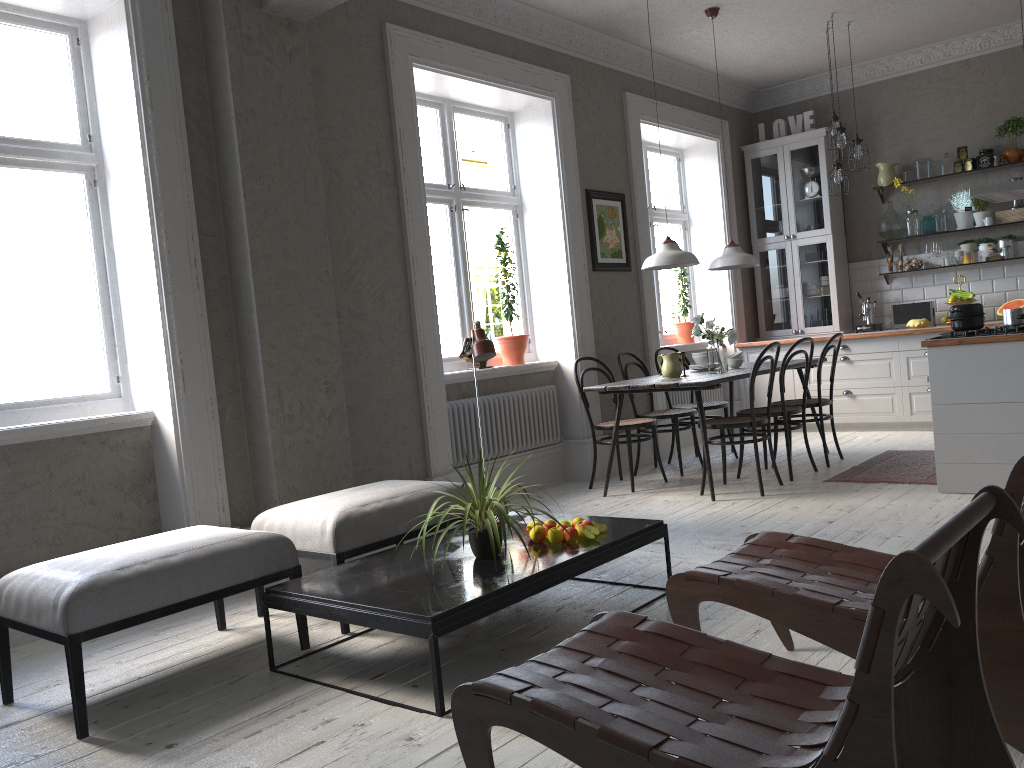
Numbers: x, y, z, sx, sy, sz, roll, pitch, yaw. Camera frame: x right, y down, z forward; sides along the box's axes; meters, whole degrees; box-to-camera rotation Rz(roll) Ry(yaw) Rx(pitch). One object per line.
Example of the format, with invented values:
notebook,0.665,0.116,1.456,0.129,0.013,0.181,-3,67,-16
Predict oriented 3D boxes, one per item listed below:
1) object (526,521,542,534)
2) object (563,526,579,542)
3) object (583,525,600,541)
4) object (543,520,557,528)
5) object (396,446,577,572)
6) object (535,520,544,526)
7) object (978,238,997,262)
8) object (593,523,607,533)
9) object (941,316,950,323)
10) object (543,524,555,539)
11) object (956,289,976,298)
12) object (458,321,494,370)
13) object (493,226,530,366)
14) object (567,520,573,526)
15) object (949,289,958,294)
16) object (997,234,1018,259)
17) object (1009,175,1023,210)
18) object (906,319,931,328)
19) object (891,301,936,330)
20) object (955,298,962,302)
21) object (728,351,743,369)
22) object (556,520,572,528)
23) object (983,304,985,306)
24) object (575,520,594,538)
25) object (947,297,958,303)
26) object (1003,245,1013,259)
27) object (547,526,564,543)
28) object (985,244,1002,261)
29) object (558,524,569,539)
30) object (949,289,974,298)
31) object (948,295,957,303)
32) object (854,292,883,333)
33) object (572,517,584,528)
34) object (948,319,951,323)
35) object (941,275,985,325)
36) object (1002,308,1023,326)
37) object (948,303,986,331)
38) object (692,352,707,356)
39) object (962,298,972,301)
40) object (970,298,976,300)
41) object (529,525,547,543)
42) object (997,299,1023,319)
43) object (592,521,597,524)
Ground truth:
object,0.086,0.568,3.457,0.065,0.066,0.072,-3,4,45
object,0.222,0.565,3.325,0.057,0.058,0.056,-7,3,-25
object,0.294,0.561,3.327,0.061,0.053,0.057,-8,4,-43
object,0.150,0.565,3.490,0.056,0.058,0.059,-4,3,23
object,-0.079,0.425,3.210,0.675,0.420,0.717,-7,3,-32
object,0.095,0.570,3.534,0.068,0.055,0.060,-5,3,7
object,4.122,-1.167,7.689,0.149,0.214,0.171,-7,3,-20
object,0.336,0.559,3.446,0.067,0.037,0.047,-7,3,-24
object,3.816,-0.561,7.730,0.154,0.072,0.075,-6,3,-21
object,0.142,0.569,3.424,0.057,0.056,0.061,-4,3,27
object,3.927,-0.776,7.641,0.090,0.096,0.177,-7,3,-29
object,-0.254,-0.262,6.008,0.117,0.329,0.242,-3,4,42
object,-0.032,-0.629,6.298,0.272,0.991,0.268,-6,3,-11
object,0.218,0.566,3.527,0.067,0.039,0.063,-8,4,-44
object,3.811,-0.797,7.649,0.072,0.058,0.051,-5,3,16
object,4.252,-1.174,7.592,0.155,0.213,0.156,-3,3,38
object,4.256,-1.616,7.466,0.128,0.288,0.133,-4,3,25
object,3.540,-0.527,7.715,0.193,0.083,0.193,-3,3,40
object,3.592,-0.613,7.930,0.344,0.226,0.090,-3,4,40
object,3.831,-0.710,7.599,0.062,0.061,0.068,-3,3,40
object,1.602,-0.172,6.374,0.130,0.119,0.122,-7,3,-34
object,0.203,0.561,3.457,0.062,0.058,0.061,-6,3,-5
object,3.986,-0.627,7.576,0.128,0.120,0.060,-7,3,-27
object,0.278,0.554,3.391,0.076,0.064,0.074,-6,3,-19
object,3.828,-0.720,7.681,0.094,0.078,0.103,-4,3,27
object,4.196,-1.115,7.494,0.076,0.108,0.079,-4,3,33
object,0.164,0.567,3.343,0.063,0.063,0.060,-6,3,-18
object,4.124,-1.128,7.575,0.118,0.147,0.101,-5,3,8
object,0.201,0.564,3.396,0.055,0.058,0.059,-4,3,31
object,3.860,-0.778,7.605,0.068,0.101,0.206,-8,4,-43
object,3.789,-0.729,7.612,0.080,0.069,0.058,-7,3,-31
object,3.236,-0.659,8.102,0.201,0.370,0.360,-3,4,40
object,0.265,0.553,3.466,0.059,0.062,0.064,-4,3,22
object,3.823,-0.556,7.677,0.089,0.057,0.084,-6,3,-18
object,3.872,-0.725,7.637,0.346,0.426,0.357,-4,3,25
object,2.913,-0.402,4.994,0.176,0.134,0.300,-6,3,-15
object,2.561,-0.376,4.984,0.188,0.147,0.195,-5,3,20
object,1.408,-0.186,6.475,0.176,0.094,0.183,-4,3,31
object,3.896,-0.714,7.591,0.075,0.062,0.101,-5,3,13
object,3.946,-0.721,7.589,0.050,0.050,0.051,-8,4,-41
object,0.099,0.571,3.367,0.071,0.066,0.069,-7,3,-35
object,4.091,-0.602,7.245,0.221,0.174,0.231,-7,3,-28
object,0.318,0.558,3.515,0.062,0.036,0.047,-8,3,-39
